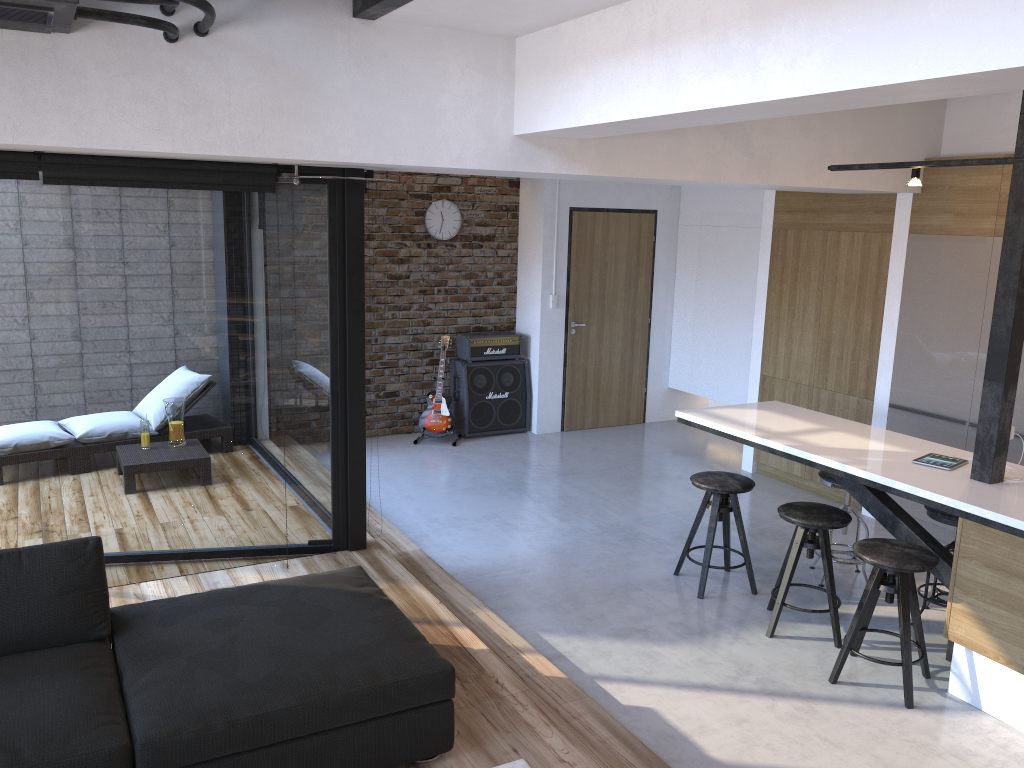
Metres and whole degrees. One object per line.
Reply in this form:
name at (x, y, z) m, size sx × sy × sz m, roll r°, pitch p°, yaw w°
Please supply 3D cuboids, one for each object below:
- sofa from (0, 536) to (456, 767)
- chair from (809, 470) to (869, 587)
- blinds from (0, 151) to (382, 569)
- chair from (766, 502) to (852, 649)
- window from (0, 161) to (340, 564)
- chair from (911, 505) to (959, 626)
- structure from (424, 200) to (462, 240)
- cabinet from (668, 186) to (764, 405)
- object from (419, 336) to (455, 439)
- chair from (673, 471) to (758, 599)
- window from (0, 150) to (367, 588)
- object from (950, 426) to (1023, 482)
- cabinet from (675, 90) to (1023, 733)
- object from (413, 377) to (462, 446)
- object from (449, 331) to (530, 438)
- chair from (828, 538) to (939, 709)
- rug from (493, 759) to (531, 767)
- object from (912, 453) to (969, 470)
sofa at (-1.248, 1.132, 1.843) m, size 2.997 × 0.702 × 3.036 m, roll -4°, pitch 12°, yaw -28°
chair at (1.936, 0.830, 5.144) m, size 0.358 × 0.638 × 0.355 m, roll 5°, pitch 12°, yaw 16°
blinds at (-1.637, -0.167, 5.006) m, size 1.828 × 2.058 × 3.851 m, roll 5°, pitch 11°, yaw 15°
chair at (1.506, 0.945, 4.503) m, size 0.365 × 0.632 × 0.364 m, roll 5°, pitch 12°, yaw 16°
window at (-2.115, -0.060, 4.456) m, size 2.448 × 2.057 × 0.100 m, roll -1°, pitch 12°, yaw -11°
chair at (2.292, 0.945, 4.590) m, size 0.357 × 0.638 × 0.356 m, roll 11°, pitch 15°, yaw 39°
structure at (-0.630, -1.490, 8.057) m, size 0.360 × 0.361 × 0.040 m, roll -4°, pitch 13°, yaw -28°
cabinet at (2.048, -0.857, 8.162) m, size 0.020 × 2.123 × 1.705 m, roll -5°, pitch 13°, yaw -28°
object at (-0.649, 0.024, 8.122) m, size 0.330 × 0.876 × 0.523 m, roll 3°, pitch 11°, yaw 6°
chair at (1.170, 0.837, 5.021) m, size 0.366 × 0.632 × 0.365 m, roll -1°, pitch 12°, yaw -13°
window at (-0.698, -0.869, 0.463) m, size 5.660 × 5.584 × 13.365 m, roll -4°, pitch 12°, yaw -28°
object at (2.310, 0.288, 4.228) m, size 0.214 × 0.247 × 0.416 m, roll 0°, pitch 11°, yaw -7°
cabinet at (3.634, 0.176, 2.852) m, size 2.472 × 2.880 × 9.093 m, roll -5°, pitch 12°, yaw -28°
object at (-0.670, 0.233, 8.039) m, size 0.389 × 0.589 × 0.330 m, roll 3°, pitch 11°, yaw 6°
object at (-0.203, -0.011, 8.400) m, size 0.696 × 0.939 × 0.357 m, roll -5°, pitch 13°, yaw -28°
chair at (1.693, 1.046, 3.999) m, size 0.366 × 0.632 × 0.366 m, roll 10°, pitch 14°, yaw 36°
rug at (-0.504, 1.505, 1.856) m, size 2.112 × 0.003 × 1.633 m, roll -4°, pitch 12°, yaw -28°
object at (2.097, 0.381, 4.342) m, size 0.240 × 0.013 × 0.187 m, roll -9°, pitch 15°, yaw -43°
